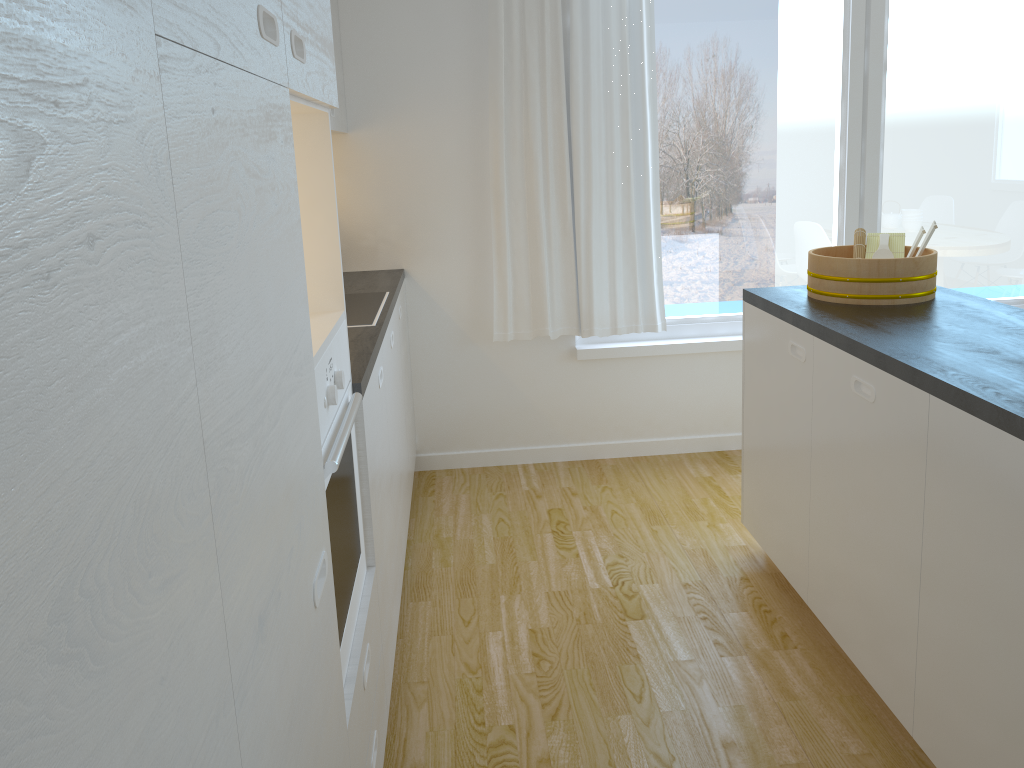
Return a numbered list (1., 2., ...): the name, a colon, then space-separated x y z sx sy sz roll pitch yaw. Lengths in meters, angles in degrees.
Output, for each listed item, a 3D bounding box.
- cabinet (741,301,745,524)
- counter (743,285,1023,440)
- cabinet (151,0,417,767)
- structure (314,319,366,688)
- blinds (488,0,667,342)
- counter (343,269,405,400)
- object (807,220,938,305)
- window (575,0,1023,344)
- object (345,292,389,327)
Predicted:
1. cabinet: 1.193 0.442 1.958 0.601 0.898 2.433 -3 14 -3
2. counter: 1.172 -0.018 1.865 0.601 0.039 2.433 -3 15 -3
3. cabinet: -0.619 -0.381 2.308 0.481 2.271 3.244 -3 14 -3
4. structure: -0.326 0.217 1.725 0.049 0.588 0.568 -3 13 -3
5. blinds: 0.262 -1.250 3.762 0.795 2.133 0.152 -3 12 -4
6. counter: -0.709 -0.220 2.954 0.600 0.039 2.028 -3 15 -3
7. object: 1.136 -0.391 2.798 0.379 0.211 0.435 4 16 24
8. window: 1.601 -1.206 4.070 2.727 1.894 0.089 -3 12 -3
9. object: -0.713 -0.238 2.955 0.562 0.013 0.663 -3 15 -3
